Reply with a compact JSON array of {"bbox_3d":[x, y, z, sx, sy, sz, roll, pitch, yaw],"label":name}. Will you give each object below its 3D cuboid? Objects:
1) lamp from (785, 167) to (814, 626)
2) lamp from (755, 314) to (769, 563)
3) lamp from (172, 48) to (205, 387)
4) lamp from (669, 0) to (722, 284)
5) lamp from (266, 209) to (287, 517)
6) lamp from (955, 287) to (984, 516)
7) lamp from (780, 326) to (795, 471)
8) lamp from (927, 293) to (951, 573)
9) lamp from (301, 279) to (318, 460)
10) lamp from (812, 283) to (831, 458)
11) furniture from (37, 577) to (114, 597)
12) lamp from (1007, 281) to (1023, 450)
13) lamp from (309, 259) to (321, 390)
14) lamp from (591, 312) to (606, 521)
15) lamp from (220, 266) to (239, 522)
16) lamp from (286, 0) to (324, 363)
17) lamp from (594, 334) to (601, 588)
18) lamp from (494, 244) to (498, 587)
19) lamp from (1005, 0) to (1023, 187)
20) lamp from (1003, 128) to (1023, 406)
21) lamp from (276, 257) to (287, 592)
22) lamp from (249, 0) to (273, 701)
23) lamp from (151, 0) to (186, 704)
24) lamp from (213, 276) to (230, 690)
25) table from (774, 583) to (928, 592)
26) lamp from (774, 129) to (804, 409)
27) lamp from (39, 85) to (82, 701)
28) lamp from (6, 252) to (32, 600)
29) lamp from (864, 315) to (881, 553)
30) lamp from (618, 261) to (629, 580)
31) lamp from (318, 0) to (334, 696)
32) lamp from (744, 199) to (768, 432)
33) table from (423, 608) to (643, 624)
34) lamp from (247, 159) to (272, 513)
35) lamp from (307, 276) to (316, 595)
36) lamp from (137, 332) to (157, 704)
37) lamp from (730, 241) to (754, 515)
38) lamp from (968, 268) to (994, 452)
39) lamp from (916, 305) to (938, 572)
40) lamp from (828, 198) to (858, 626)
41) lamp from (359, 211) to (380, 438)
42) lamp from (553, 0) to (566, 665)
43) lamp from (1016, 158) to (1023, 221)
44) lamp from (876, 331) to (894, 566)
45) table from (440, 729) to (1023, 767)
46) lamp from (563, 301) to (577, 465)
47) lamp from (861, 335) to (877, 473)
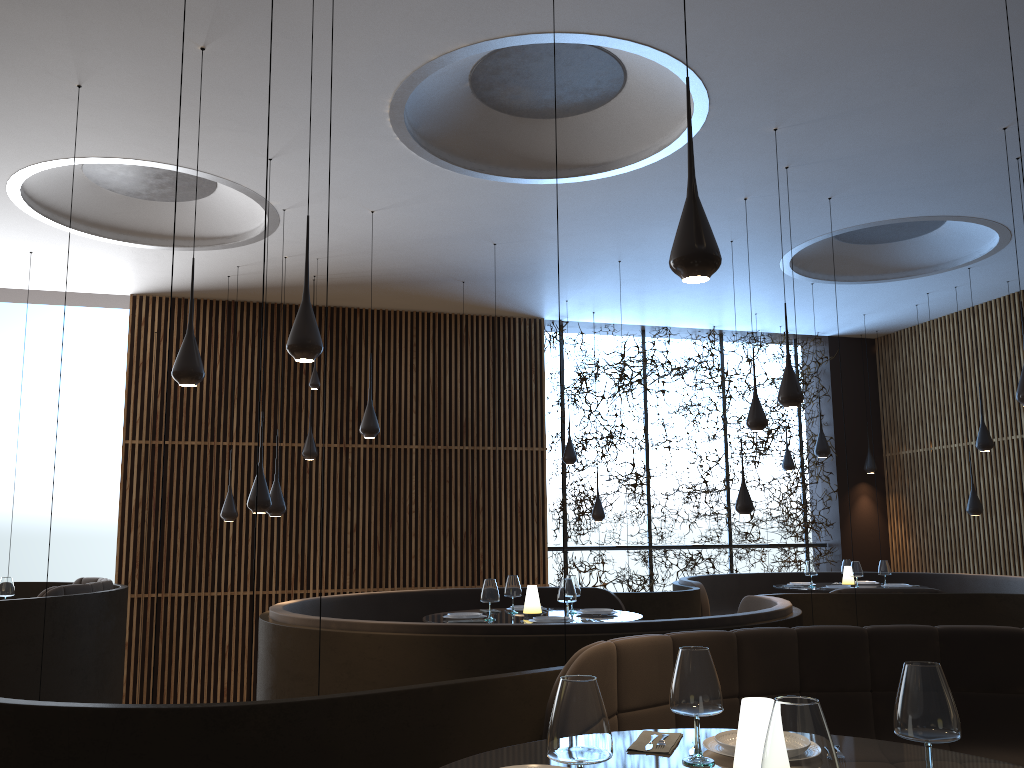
[{"bbox_3d":[2.431,1.204,7.287,0.196,6.252,0.196,-4,-9,19],"label":"lamp"},{"bbox_3d":[3.565,2.078,12.387,0.196,6.252,0.196,-2,-9,9],"label":"lamp"},{"bbox_3d":[-2.004,-1.086,5.614,0.196,2.215,0.196,1,-9,-10],"label":"lamp"},{"bbox_3d":[0.679,-1.487,3.488,0.196,2.215,0.196,-5,-10,29],"label":"lamp"},{"bbox_3d":[-2.199,-0.233,8.400,0.196,2.950,0.196,-5,-10,29],"label":"lamp"},{"bbox_3d":[5.795,0.195,11.333,0.196,2.950,0.196,4,-10,-30],"label":"lamp"},{"bbox_3d":[4.140,0.212,13.470,0.196,2.215,0.196,-2,-9,9],"label":"lamp"},{"bbox_3d":[5.583,1.882,11.379,0.196,6.252,0.196,-1,-8,-1],"label":"lamp"},{"bbox_3d":[-2.433,-0.189,10.774,0.196,2.215,0.196,-2,-9,9],"label":"lamp"},{"bbox_3d":[3.848,-0.185,11.169,0.196,2.215,0.196,4,-10,-30],"label":"lamp"},{"bbox_3d":[-4.132,2.324,8.023,0.931,1.056,2.541,3,-10,-19],"label":"furniture"},{"bbox_3d":[6.365,1.785,10.866,0.196,6.252,0.196,-1,-8,-1],"label":"lamp"},{"bbox_3d":[-2.214,-0.685,10.014,0.133,1.503,0.133,3,-9,-20],"label":"lamp"},{"bbox_3d":[1.180,0.435,12.447,0.196,2.950,0.196,-4,-9,19],"label":"lamp"},{"bbox_3d":[-3.192,0.084,10.167,0.196,2.950,0.196,4,-10,-30],"label":"lamp"},{"bbox_3d":[-1.123,-1.221,4.915,0.196,2.215,0.196,3,-9,-20],"label":"lamp"},{"bbox_3d":[1.203,2.076,12.236,0.196,6.252,0.196,-2,-9,9],"label":"lamp"},{"bbox_3d":[-0.155,1.567,9.226,0.196,6.252,0.196,-5,-10,29],"label":"lamp"},{"bbox_3d":[2.761,0.714,4.486,0.196,6.252,0.196,-4,-9,19],"label":"lamp"},{"bbox_3d":[3.922,-0.931,6.876,0.196,2.215,0.196,-4,-9,19],"label":"lamp"},{"bbox_3d":[-2.537,1.657,9.602,0.196,6.252,0.196,-2,-9,12],"label":"lamp"},{"bbox_3d":[-0.939,0.536,3.248,0.196,6.252,0.196,4,-10,-30],"label":"lamp"},{"bbox_3d":[-1.425,0.600,3.589,0.196,6.252,0.196,4,-10,-30],"label":"lamp"},{"bbox_3d":[-3.405,1.787,10.300,0.196,6.252,0.196,1,-8,-8],"label":"lamp"},{"bbox_3d":[3.904,2.847,10.188,1.674,1.020,1.676,-7,-12,35],"label":"table"},{"bbox_3d":[2.095,-0.917,6.852,0.196,2.215,0.196,-4,-9,19],"label":"lamp"},{"bbox_3d":[-3.014,0.998,5.783,0.196,6.252,0.196,1,-9,-10],"label":"lamp"},{"bbox_3d":[-5.284,1.640,9.344,0.196,6.252,0.196,7,-11,-40],"label":"lamp"},{"bbox_3d":[5.178,2.081,12.498,0.196,6.252,0.196,-2,-9,9],"label":"lamp"},{"bbox_3d":[1.287,1.666,9.880,0.196,6.252,0.196,-5,-10,29],"label":"lamp"},{"bbox_3d":[-0.856,0.665,3.995,0.196,6.252,0.196,-2,-9,9],"label":"lamp"},{"bbox_3d":[2.237,-0.665,8.287,0.196,2.215,0.196,-4,-9,19],"label":"lamp"},{"bbox_3d":[0.162,2.281,6.711,1.672,1.020,1.679,0,-10,-6],"label":"table"},{"bbox_3d":[-2.022,-0.434,7.254,0.196,2.950,0.196,-7,-11,39],"label":"lamp"},{"bbox_3d":[-2.369,1.780,10.325,0.196,6.252,0.196,1,-8,-8],"label":"lamp"},{"bbox_3d":[-4.282,2.466,10.285,0.196,6.252,0.196,7,-11,-40],"label":"lamp"},{"bbox_3d":[2.412,-0.097,9.456,0.196,2.950,0.196,3,-9,-20],"label":"lamp"},{"bbox_3d":[5.546,-0.306,10.572,0.196,2.215,0.196,4,-10,-30],"label":"lamp"},{"bbox_3d":[5.709,1.985,11.978,0.196,6.252,0.196,4,-10,-30],"label":"lamp"},{"bbox_3d":[3.064,1.322,8.007,0.196,6.252,0.196,-4,-9,19],"label":"lamp"},{"bbox_3d":[-1.354,-0.589,8.517,0.196,2.215,0.196,3,-9,-20],"label":"lamp"},{"bbox_3d":[0.248,0.703,4.280,0.196,6.252,0.196,-4,-9,19],"label":"lamp"},{"bbox_3d":[4.367,1.159,7.143,0.196,6.252,0.196,0,-8,-1],"label":"lamp"},{"bbox_3d":[5.793,2.256,13.542,0.196,6.252,0.196,-2,-9,9],"label":"lamp"},{"bbox_3d":[0.555,1.435,1.863,1.673,1.020,1.678,-4,-10,19],"label":"table"},{"bbox_3d":[0.756,-0.030,11.875,0.196,2.215,0.196,-4,-9,19],"label":"lamp"},{"bbox_3d":[5.628,0.306,14.097,0.196,2.215,0.196,-2,-9,9],"label":"lamp"}]
